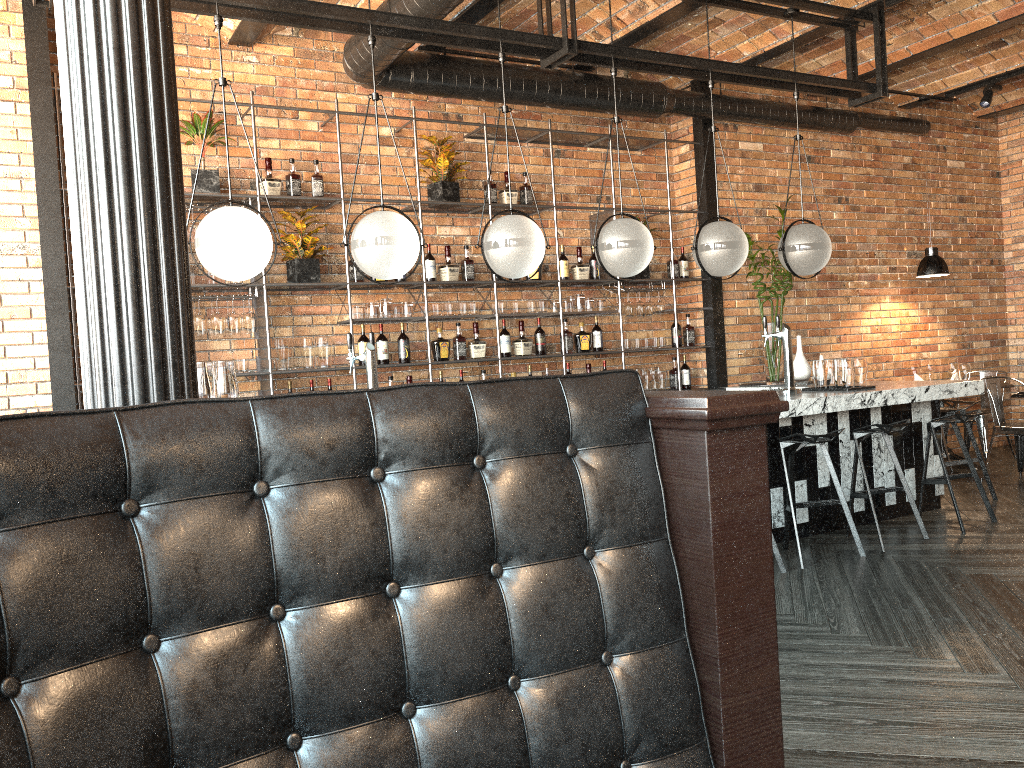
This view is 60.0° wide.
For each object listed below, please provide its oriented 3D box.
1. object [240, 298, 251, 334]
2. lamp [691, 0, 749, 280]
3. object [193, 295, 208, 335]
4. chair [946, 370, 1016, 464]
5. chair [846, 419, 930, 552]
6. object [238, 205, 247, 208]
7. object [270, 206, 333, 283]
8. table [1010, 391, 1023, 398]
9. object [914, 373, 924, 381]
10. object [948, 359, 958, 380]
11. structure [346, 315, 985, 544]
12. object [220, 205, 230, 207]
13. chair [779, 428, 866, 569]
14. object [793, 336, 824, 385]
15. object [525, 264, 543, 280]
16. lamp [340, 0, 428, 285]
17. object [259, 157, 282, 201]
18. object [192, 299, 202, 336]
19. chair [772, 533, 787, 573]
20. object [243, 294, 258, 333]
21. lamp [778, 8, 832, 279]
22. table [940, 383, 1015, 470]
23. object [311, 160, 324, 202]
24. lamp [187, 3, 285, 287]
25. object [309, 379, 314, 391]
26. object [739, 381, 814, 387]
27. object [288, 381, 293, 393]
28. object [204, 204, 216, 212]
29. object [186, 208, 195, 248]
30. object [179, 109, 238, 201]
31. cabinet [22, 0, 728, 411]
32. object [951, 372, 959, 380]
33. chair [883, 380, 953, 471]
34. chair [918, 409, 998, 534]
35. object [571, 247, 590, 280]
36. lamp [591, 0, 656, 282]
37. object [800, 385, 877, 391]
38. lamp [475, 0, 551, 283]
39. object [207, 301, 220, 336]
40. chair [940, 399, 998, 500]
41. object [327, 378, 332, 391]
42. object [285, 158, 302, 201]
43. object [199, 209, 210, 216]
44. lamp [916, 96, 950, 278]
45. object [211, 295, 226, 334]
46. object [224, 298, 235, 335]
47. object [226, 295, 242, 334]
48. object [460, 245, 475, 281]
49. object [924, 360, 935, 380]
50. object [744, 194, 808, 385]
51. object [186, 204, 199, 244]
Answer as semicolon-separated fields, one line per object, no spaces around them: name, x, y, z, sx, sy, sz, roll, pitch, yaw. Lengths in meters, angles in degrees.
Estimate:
object;-1.778;-0.454;5.891;0.092;0.244;0.092;-4;2;-24
lamp;1.242;-1.516;5.453;0.340;1.754;0.340;-3;2;17
object;-1.970;-0.434;5.595;0.092;0.244;0.092;-4;2;-24
chair;4.503;0.305;8.603;0.558;0.857;0.504;-5;2;-34
chair;2.207;0.590;5.408;0.475;0.737;0.414;-5;2;-34
object;-1.733;-1.027;5.733;0.092;0.244;0.092;-4;2;-24
object;-1.416;-0.929;5.983;0.430;0.526;0.425;-4;2;-17
table;4.449;0.408;6.669;0.872;0.758;0.872;-4;2;-29
object;3.774;-0.031;8.153;0.232;0.139;0.232;-5;2;-35
object;4.039;-0.106;8.112;0.092;0.244;0.092;-4;2;-24
structure;0.509;0.342;5.730;5.346;1.430;1.930;-4;2;-29
object;-1.824;-1.020;5.682;0.092;0.244;0.092;-4;2;-24
chair;1.699;0.629;5.123;0.475;0.737;0.414;-4;2;-24
object;2.388;-0.193;7.086;0.316;0.397;0.319;-3;2;20
object;0.165;-0.912;6.899;0.151;0.248;0.094;-4;1;-1
lamp;-0.671;-1.369;4.380;0.340;1.754;0.340;-3;2;17
object;-1.615;-1.366;5.908;0.123;0.279;0.123;-5;2;-41
object;-2.050;-0.433;5.739;0.092;0.244;0.092;-4;2;-24
chair;1.160;0.671;4.821;0.475;0.737;0.414;-5;2;-34
object;-1.698;-0.455;5.748;0.092;0.244;0.092;-4;2;-24
lamp;1.880;-1.565;5.811;0.340;1.754;0.340;-3;2;17
table;4.010;0.395;8.259;0.872;0.758;0.872;-4;2;-29
object;-1.333;-1.390;6.065;0.083;0.282;0.083;-4;2;-14
lamp;-1.309;-1.320;4.023;0.340;1.754;0.340;-3;2;17
object;-1.363;0.114;6.070;0.086;0.298;0.086;-3;2;20
object;2.213;-0.001;7.437;0.622;0.014;0.622;-3;2;33
object;-1.488;0.126;5.971;0.086;0.299;0.086;-3;2;20
object;-1.910;-1.013;5.634;0.092;0.244;0.092;-4;2;-24
object;-2.086;-1.004;5.724;0.092;0.244;0.092;-4;2;-24
object;-1.993;-1.475;5.726;0.377;0.554;0.422;-5;2;-42
cabinet;-1.305;-0.668;6.029;7.075;3.779;0.564;-4;2;-29
object;4.164;-0.061;8.365;0.232;0.139;0.232;-3;1;3
chair;3.579;0.377;8.021;0.558;0.857;0.504;-4;2;-29
chair;2.819;0.543;5.751;0.475;0.737;0.414;-5;2;-39
object;0.545;-0.957;7.097;0.123;0.279;0.123;-4;2;-21
lamp;0.604;-1.467;5.096;0.340;1.754;0.340;-3;2;17
object;2.241;0.030;6.096;0.273;0.019;0.437;-4;2;-29
lamp;-0.034;-1.418;4.738;0.340;1.754;0.340;-3;2;17
object;-1.955;-0.440;5.792;0.092;0.244;0.092;-4;2;-24
chair;3.254;0.494;6.609;0.414;0.737;0.475;-4;2;-24
object;-1.249;0.107;6.107;0.086;0.298;0.086;-3;2;20
object;-1.477;-1.379;5.984;0.083;0.282;0.083;-5;2;-44
object;-1.990;-1.012;5.778;0.092;0.244;0.092;-4;2;-24
lamp;3.857;-1.827;8.218;0.291;1.653;0.291;-3;2;36
object;-1.874;-0.442;5.649;0.092;0.244;0.092;-4;2;-24
object;-1.868;-0.447;5.841;0.092;0.244;0.092;-4;2;-24
object;-1.788;-0.448;5.697;0.092;0.244;0.092;-4;2;-24
object;-0.333;-0.892;6.620;0.083;0.282;0.083;-4;2;-29
object;3.940;-0.106;8.356;0.092;0.244;0.092;-4;2;-24
object;2.190;-0.768;7.399;0.584;1.546;0.673;-3;1;10
object;-2.005;-1.006;5.580;0.092;0.244;0.092;-4;2;-24
